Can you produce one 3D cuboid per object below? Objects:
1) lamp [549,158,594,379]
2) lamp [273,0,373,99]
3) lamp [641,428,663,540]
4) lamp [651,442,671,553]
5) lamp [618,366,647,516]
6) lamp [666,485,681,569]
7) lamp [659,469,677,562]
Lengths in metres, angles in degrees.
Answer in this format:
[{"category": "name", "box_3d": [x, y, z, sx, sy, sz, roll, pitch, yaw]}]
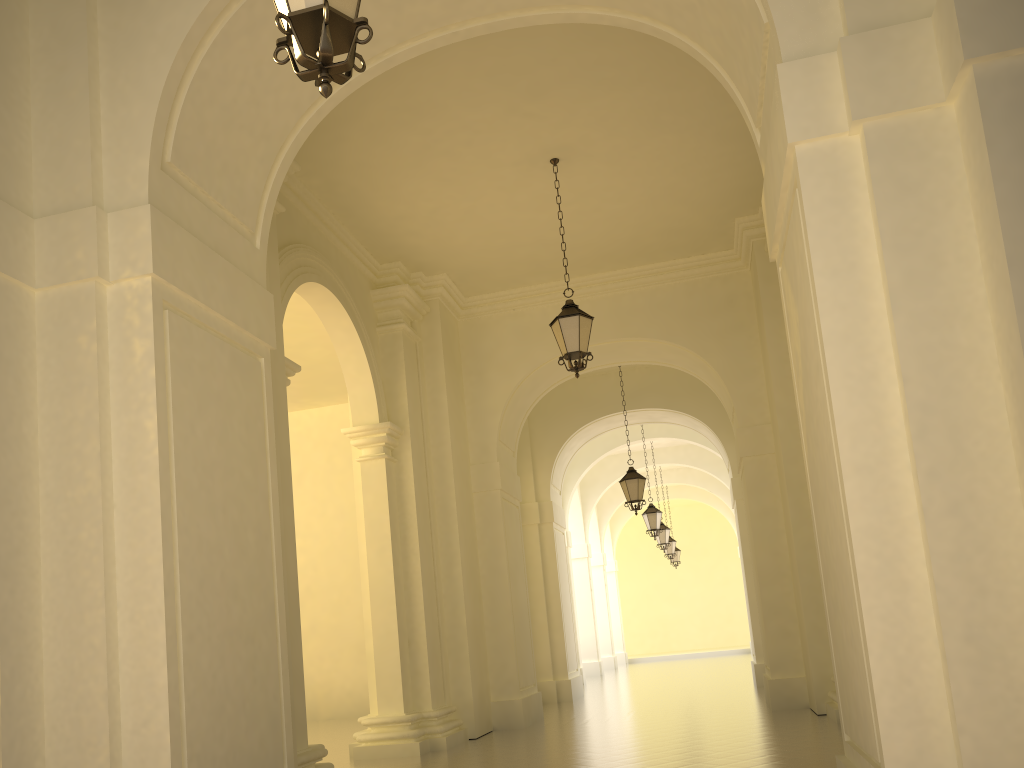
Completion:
[{"category": "lamp", "box_3d": [0.597, -1.296, 9.727, 0.450, 2.510, 0.512, -13, -11, 41]}, {"category": "lamp", "box_3d": [-0.826, -2.630, 3.390, 0.441, 3.238, 0.522, -3, -8, -18]}, {"category": "lamp", "box_3d": [3.216, 2.093, 20.818, 0.512, 3.238, 0.450, -7, -8, 12]}, {"category": "lamp", "box_3d": [4.092, 3.116, 24.593, 0.512, 3.238, 0.450, -7, -8, 12]}, {"category": "lamp", "box_3d": [2.082, 0.767, 15.927, 0.441, 3.238, 0.522, -3, -8, -18]}, {"category": "lamp", "box_3d": [5.805, 5.118, 31.982, 0.512, 3.238, 0.450, -7, -8, 12]}, {"category": "lamp", "box_3d": [4.951, 4.120, 28.299, 0.512, 3.238, 0.450, -7, -8, 12]}]
